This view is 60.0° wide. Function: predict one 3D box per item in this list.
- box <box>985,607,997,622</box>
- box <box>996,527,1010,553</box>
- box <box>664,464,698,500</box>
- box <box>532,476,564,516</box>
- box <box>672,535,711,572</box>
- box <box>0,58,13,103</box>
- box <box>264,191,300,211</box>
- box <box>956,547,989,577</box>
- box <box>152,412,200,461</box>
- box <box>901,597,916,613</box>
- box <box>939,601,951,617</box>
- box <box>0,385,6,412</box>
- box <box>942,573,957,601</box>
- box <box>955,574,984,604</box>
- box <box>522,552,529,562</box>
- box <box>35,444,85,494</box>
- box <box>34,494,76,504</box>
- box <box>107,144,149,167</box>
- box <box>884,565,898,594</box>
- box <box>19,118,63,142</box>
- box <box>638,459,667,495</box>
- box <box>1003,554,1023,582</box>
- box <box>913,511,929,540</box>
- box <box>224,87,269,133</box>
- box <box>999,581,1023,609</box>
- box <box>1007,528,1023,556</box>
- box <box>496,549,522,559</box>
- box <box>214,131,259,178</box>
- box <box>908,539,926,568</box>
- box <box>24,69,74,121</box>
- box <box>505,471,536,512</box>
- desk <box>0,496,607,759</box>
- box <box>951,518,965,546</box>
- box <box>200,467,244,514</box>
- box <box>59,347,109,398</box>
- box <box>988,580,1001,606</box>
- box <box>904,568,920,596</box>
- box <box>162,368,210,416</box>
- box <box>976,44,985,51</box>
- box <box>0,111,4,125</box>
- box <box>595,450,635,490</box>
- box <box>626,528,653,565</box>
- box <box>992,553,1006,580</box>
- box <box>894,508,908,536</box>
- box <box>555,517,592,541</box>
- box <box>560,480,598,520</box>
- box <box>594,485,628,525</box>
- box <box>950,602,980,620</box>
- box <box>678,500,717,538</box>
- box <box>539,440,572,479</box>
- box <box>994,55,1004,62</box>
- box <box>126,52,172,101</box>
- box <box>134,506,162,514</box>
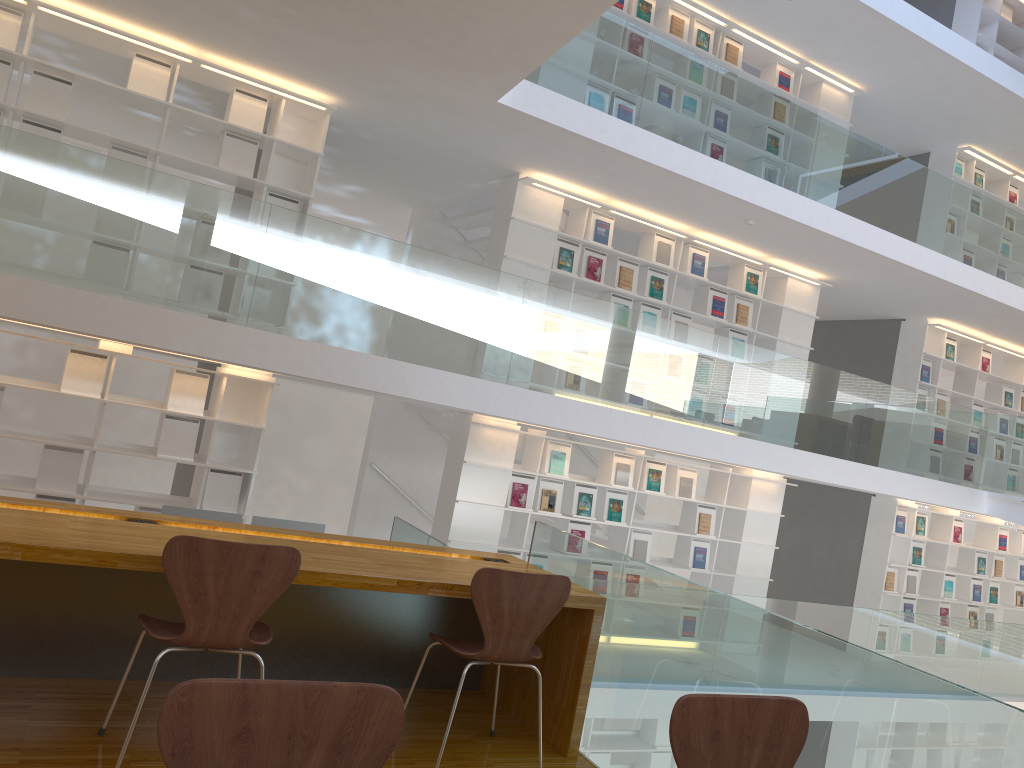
[{"bbox_3d":[5.858,2.894,11.017,0.245,0.296,0.274,13,-3,-29],"label":"box"},{"bbox_3d":[6.036,1.926,11.064,0.245,0.296,0.274,13,-3,-29],"label":"box"},{"bbox_3d":[-1.656,1.986,6.773,7.125,3.764,0.498,13,-3,-29],"label":"box"},{"bbox_3d":[0.291,0.975,7.808,0.245,0.296,0.274,13,-3,-29],"label":"box"},{"bbox_3d":[1.769,1.641,8.639,0.245,0.296,0.274,13,-3,-29],"label":"box"},{"bbox_3d":[-3.380,-1.951,5.700,0.245,0.296,0.274,13,-3,-29],"label":"box"},{"bbox_3d":[-1.752,-1.251,6.629,0.245,0.296,0.274,13,-3,-29],"label":"box"},{"bbox_3d":[5.664,2.179,10.873,0.245,0.296,0.274,13,-3,-29],"label":"box"},{"bbox_3d":[-2.402,0.375,6.358,0.245,0.296,0.274,13,-3,-29],"label":"box"},{"bbox_3d":[4.514,2.594,10.265,0.245,0.296,0.274,13,-3,-29],"label":"box"},{"bbox_3d":[5.067,2.718,10.574,0.245,0.296,0.274,13,-3,-29],"label":"box"},{"bbox_3d":[-3.461,0.139,5.765,0.245,0.296,0.274,13,-3,-29],"label":"box"},{"bbox_3d":[5.141,2.398,10.598,0.245,0.296,0.274,13,-3,-29],"label":"box"},{"bbox_3d":[5.602,2.501,10.856,0.245,0.296,0.274,13,-3,-29],"label":"box"},{"bbox_3d":[0.168,1.619,7.760,0.245,0.296,0.274,13,-3,-29],"label":"box"},{"bbox_3d":[-3.063,0.564,6.006,0.245,0.296,0.274,13,-3,-29],"label":"box"},{"bbox_3d":[-3.113,0.889,5.995,0.245,0.296,0.274,13,-3,-29],"label":"box"},{"bbox_3d":[-2.672,-1.457,6.114,0.245,0.296,0.274,13,-3,-29],"label":"box"},{"bbox_3d":[4.221,2.192,10.083,0.245,0.296,0.274,13,-3,-29],"label":"box"},{"bbox_3d":[-3.133,-1.560,5.857,0.245,0.296,0.274,13,-3,-29],"label":"box"},{"bbox_3d":[1.287,0.860,8.334,0.245,0.296,0.274,13,-3,-29],"label":"box"},{"bbox_3d":[6.424,2.348,11.299,0.245,0.296,0.274,13,-3,-29],"label":"box"},{"bbox_3d":[4.666,1.620,10.297,0.245,0.296,0.274,13,-3,-29],"label":"box"},{"bbox_3d":[-1.948,-1.966,6.485,0.245,0.296,0.274,13,-3,-29],"label":"box"},{"bbox_3d":[6.373,2.673,11.288,0.245,0.296,0.274,13,-3,-29],"label":"box"},{"bbox_3d":[6.486,2.026,11.316,0.245,0.296,0.274,13,-3,-29],"label":"box"},{"bbox_3d":[-0.085,1.563,7.618,0.245,0.296,0.274,13,-3,-29],"label":"box"},{"bbox_3d":[-2.011,-1.645,6.467,0.245,0.296,0.274,13,-3,-29],"label":"box"},{"bbox_3d":[4.625,1.942,10.292,0.245,0.296,0.274,13,-3,-29],"label":"box"},{"bbox_3d":[-3.070,-1.881,5.874,0.245,0.296,0.274,13,-3,-29],"label":"box"},{"bbox_3d":[0.036,0.916,7.651,0.245,0.296,0.274,13,-3,-29],"label":"box"},{"bbox_3d":[-1.377,0.926,3.129,3.236,0.918,1.285,13,-3,-29],"label":"desk"},{"bbox_3d":[5.248,1.749,10.620,0.245,0.296,0.274,13,-3,-29],"label":"box"},{"bbox_3d":[-2.143,0.769,6.521,0.245,0.296,0.274,13,-3,-29],"label":"box"},{"bbox_3d":[-2.918,-0.077,6.049,0.245,0.296,0.274,13,-3,-29],"label":"box"},{"bbox_3d":[5.903,2.568,11.025,0.245,0.296,0.274,13,-3,-29],"label":"box"},{"bbox_3d":[4.543,2.264,10.263,0.245,0.296,0.274,13,-3,-29],"label":"box"},{"bbox_3d":[-2.339,0.054,6.376,0.245,0.296,0.274,13,-3,-29],"label":"box"},{"bbox_3d":[5.383,-3.811,10.406,0.245,0.296,0.274,13,-3,-29],"label":"box"},{"bbox_3d":[-3.434,-1.627,5.688,0.245,0.296,0.274,13,-3,-29],"label":"box"},{"bbox_3d":[0.967,0.789,8.155,0.245,0.296,0.274,13,-3,-29],"label":"box"},{"bbox_3d":[1.149,1.502,8.292,0.245,0.296,0.274,13,-3,-29],"label":"box"},{"bbox_3d":[5.974,2.248,11.047,0.245,0.296,0.274,13,-3,-29],"label":"box"},{"bbox_3d":[4.346,1.551,10.118,0.245,0.296,0.274,13,-3,-29],"label":"box"},{"bbox_3d":[0.547,1.360,7.954,0.245,0.296,0.274,13,-3,-29],"label":"box"},{"bbox_3d":[0.604,1.037,7.969,0.245,0.296,0.274,13,-3,-29],"label":"box"},{"bbox_3d":[0.899,1.110,8.134,0.245,0.296,0.274,13,-3,-29],"label":"box"},{"bbox_3d":[5.551,2.826,10.845,0.245,0.296,0.274,13,-3,-29],"label":"box"},{"bbox_3d":[1.830,1.318,8.655,0.245,0.296,0.274,13,-3,-29],"label":"box"},{"bbox_3d":[0.359,0.653,7.814,0.245,0.296,0.274,13,-3,-29],"label":"box"},{"bbox_3d":[5.704,-3.739,10.586,0.245,0.296,0.274,13,-3,-29],"label":"box"},{"bbox_3d":[-2.527,-2.098,6.158,0.245,0.296,0.274,13,-3,-29],"label":"box"},{"bbox_3d":[-2.560,1.012,6.305,0.245,0.296,0.274,13,-3,-29],"label":"box"}]
